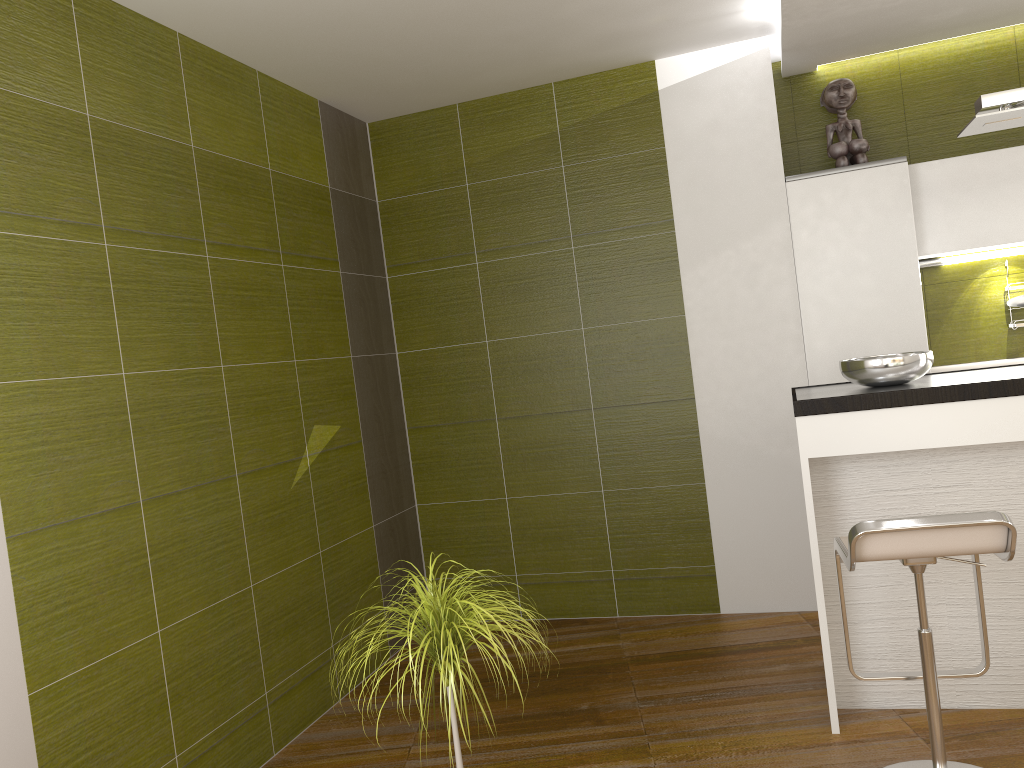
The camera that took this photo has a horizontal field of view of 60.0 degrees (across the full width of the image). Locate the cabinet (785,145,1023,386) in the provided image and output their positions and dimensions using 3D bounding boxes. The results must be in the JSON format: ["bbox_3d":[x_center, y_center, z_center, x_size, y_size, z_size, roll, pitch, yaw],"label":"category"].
[{"bbox_3d":[3.172,-0.163,4.053,3.471,2.089,0.724,-7,2,17],"label":"cabinet"}]

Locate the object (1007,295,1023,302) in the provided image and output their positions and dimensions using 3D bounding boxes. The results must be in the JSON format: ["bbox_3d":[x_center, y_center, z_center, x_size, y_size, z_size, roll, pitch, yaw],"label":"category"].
[{"bbox_3d":[2.484,-0.407,4.268,0.181,0.052,0.173,-7,2,17],"label":"object"}]

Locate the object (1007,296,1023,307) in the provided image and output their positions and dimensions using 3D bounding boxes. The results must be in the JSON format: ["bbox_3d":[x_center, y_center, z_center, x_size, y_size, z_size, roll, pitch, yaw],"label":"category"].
[{"bbox_3d":[2.484,-0.401,4.267,0.181,0.052,0.173,-7,2,17],"label":"object"}]

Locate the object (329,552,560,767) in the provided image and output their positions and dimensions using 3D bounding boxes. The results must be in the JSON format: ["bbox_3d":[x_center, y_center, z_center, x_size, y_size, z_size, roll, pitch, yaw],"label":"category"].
[{"bbox_3d":[-0.147,0.899,2.322,0.606,0.904,0.585,-8,2,-14],"label":"object"}]

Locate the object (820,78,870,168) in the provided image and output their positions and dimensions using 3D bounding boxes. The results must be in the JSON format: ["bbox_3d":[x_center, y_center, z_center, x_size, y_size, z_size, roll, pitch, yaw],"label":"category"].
[{"bbox_3d":[1.640,-1.279,4.377,0.195,0.488,0.304,-7,2,15],"label":"object"}]

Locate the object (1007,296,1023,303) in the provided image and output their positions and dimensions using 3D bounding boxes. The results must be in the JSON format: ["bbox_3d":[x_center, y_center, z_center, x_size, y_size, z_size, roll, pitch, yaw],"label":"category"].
[{"bbox_3d":[2.484,-0.404,4.267,0.181,0.052,0.173,-7,2,17],"label":"object"}]

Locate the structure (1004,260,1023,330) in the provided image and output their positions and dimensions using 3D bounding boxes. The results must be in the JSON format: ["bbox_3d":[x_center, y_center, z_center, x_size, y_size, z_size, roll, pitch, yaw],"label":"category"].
[{"bbox_3d":[2.536,-0.447,4.282,0.266,0.346,0.110,-7,2,17],"label":"structure"}]

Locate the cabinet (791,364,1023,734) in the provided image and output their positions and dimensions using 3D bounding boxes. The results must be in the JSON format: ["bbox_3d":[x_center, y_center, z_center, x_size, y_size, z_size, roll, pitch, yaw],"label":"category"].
[{"bbox_3d":[2.501,0.437,2.851,2.947,1.134,0.663,-7,2,17],"label":"cabinet"}]

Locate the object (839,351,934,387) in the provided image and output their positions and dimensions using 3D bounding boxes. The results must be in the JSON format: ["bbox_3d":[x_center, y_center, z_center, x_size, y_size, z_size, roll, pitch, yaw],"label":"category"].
[{"bbox_3d":[1.343,-0.048,3.182,0.311,0.105,0.311,-6,2,30],"label":"object"}]

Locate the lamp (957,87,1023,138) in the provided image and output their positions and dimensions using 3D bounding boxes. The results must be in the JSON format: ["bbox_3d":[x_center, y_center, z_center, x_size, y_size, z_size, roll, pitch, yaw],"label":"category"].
[{"bbox_3d":[2.321,-1.311,2.802,1.677,0.683,0.326,-7,2,17],"label":"lamp"}]

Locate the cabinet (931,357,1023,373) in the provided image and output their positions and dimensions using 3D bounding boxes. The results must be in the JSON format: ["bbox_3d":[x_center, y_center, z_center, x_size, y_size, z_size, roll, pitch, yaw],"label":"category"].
[{"bbox_3d":[3.450,0.314,3.870,2.940,1.086,0.465,-7,2,17],"label":"cabinet"}]

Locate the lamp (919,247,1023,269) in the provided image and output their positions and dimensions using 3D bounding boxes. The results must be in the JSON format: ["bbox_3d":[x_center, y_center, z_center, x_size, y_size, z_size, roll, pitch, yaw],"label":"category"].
[{"bbox_3d":[2.372,-0.636,4.360,0.715,0.041,0.041,-7,2,17],"label":"lamp"}]

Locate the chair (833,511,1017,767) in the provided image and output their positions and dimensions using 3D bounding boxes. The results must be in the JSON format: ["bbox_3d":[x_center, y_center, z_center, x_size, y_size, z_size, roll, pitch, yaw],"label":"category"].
[{"bbox_3d":[1.169,0.753,2.488,0.418,0.857,0.460,-7,2,13],"label":"chair"}]
